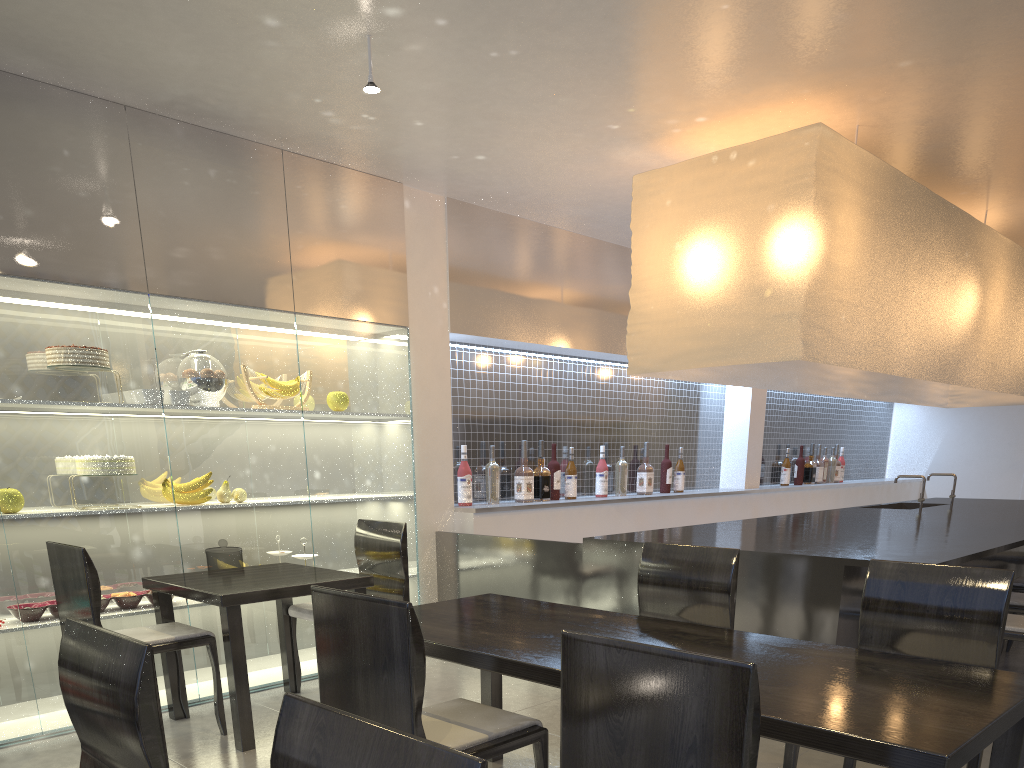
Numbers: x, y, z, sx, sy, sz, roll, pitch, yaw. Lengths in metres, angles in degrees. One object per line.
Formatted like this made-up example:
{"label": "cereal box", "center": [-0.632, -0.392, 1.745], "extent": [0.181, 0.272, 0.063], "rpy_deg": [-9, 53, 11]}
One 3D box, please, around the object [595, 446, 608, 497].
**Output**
{"label": "object", "center": [0.323, 0.315, 2.949], "extent": [0.041, 0.197, 0.041], "rpy_deg": [14, 20, 43]}

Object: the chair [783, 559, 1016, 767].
{"label": "chair", "center": [0.526, 0.474, 1.149], "extent": [0.184, 0.466, 0.230], "rpy_deg": [12, 17, 43]}

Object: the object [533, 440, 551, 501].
{"label": "object", "center": [-0.613, 0.183, 2.013], "extent": [2.035, 0.311, 0.100], "rpy_deg": [4, 7, -42]}

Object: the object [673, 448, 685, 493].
{"label": "object", "center": [0.669, 0.346, 3.283], "extent": [0.042, 0.193, 0.038], "rpy_deg": [3, 15, 14]}

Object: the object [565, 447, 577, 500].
{"label": "object", "center": [-0.638, 0.180, 1.996], "extent": [2.383, 0.316, 0.055], "rpy_deg": [4, 8, -43]}

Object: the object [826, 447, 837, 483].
{"label": "object", "center": [1.640, 0.418, 4.224], "extent": [0.044, 0.198, 0.043], "rpy_deg": [13, 20, 42]}

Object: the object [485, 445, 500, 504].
{"label": "object", "center": [-0.712, 0.179, 1.953], "extent": [1.836, 0.311, 0.043], "rpy_deg": [4, 8, -43]}

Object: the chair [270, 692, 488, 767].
{"label": "chair", "center": [-0.163, 0.419, 0.473], "extent": [0.184, 0.466, 0.230], "rpy_deg": [12, 17, 43]}

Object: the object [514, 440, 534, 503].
{"label": "object", "center": [-0.646, 0.181, 1.980], "extent": [1.956, 0.311, 0.044], "rpy_deg": [4, 8, -44]}

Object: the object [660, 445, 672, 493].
{"label": "object", "center": [0.609, 0.336, 3.244], "extent": [0.043, 0.206, 0.043], "rpy_deg": [10, 18, 34]}

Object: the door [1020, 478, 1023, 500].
{"label": "door", "center": [0.726, 0.224, 2.867], "extent": [5.459, 1.277, 0.450], "rpy_deg": [2, 10, -32]}

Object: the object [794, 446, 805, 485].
{"label": "object", "center": [1.389, 0.394, 3.971], "extent": [0.043, 0.206, 0.043], "rpy_deg": [10, 18, 34]}

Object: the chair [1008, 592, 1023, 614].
{"label": "chair", "center": [1.273, 0.545, 2.018], "extent": [0.232, 0.466, 0.183], "rpy_deg": [10, 16, 41]}

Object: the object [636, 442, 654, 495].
{"label": "object", "center": [0.506, 0.321, 3.115], "extent": [0.045, 0.215, 0.044], "rpy_deg": [-14, 20, -42]}

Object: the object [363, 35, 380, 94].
{"label": "object", "center": [-0.236, -0.533, 1.368], "extent": [0.028, 0.084, 0.027], "rpy_deg": [-10, 16, -33]}

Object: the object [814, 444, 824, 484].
{"label": "object", "center": [1.540, 0.404, 4.144], "extent": [0.045, 0.215, 0.044], "rpy_deg": [-14, 20, -42]}

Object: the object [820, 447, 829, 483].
{"label": "object", "center": [1.590, 0.416, 4.196], "extent": [0.046, 0.198, 0.041], "rpy_deg": [0, 15, 1]}

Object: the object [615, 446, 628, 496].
{"label": "object", "center": [0.406, 0.323, 3.040], "extent": [0.046, 0.198, 0.041], "rpy_deg": [0, 15, 1]}

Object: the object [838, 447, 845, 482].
{"label": "object", "center": [1.723, 0.424, 4.314], "extent": [0.042, 0.197, 0.041], "rpy_deg": [-10, 17, -32]}

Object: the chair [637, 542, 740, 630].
{"label": "chair", "center": [0.231, 0.500, 1.422], "extent": [0.184, 0.466, 0.230], "rpy_deg": [12, 17, 43]}

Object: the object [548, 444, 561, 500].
{"label": "object", "center": [-0.602, 0.187, 2.063], "extent": [2.102, 0.311, 0.064], "rpy_deg": [4, 8, -44]}

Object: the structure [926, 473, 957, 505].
{"label": "structure", "center": [1.680, 0.412, 3.231], "extent": [0.109, 0.131, 0.033], "rpy_deg": [6, 15, 42]}

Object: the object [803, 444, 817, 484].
{"label": "object", "center": [1.482, 0.398, 4.082], "extent": [0.044, 0.216, 0.044], "rpy_deg": [13, 20, 42]}

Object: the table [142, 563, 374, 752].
{"label": "table", "center": [-0.551, 0.590, 1.832], "extent": [0.350, 0.351, 0.342], "rpy_deg": [5, 8, 44]}

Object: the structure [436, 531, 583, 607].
{"label": "structure", "center": [-0.019, 0.604, 2.278], "extent": [0.544, 0.389, 0.011], "rpy_deg": [1, 13, 42]}

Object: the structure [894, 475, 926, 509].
{"label": "structure", "center": [1.444, 0.394, 2.999], "extent": [0.109, 0.131, 0.033], "rpy_deg": [6, 15, 42]}

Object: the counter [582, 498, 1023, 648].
{"label": "counter", "center": [1.349, 0.623, 2.678], "extent": [2.469, 0.394, 0.798], "rpy_deg": [4, -4, -45]}

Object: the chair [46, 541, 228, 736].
{"label": "chair", "center": [-0.757, 0.531, 1.686], "extent": [0.184, 0.466, 0.230], "rpy_deg": [12, 17, 43]}

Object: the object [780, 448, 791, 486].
{"label": "object", "center": [1.303, 0.396, 3.910], "extent": [0.042, 0.193, 0.038], "rpy_deg": [3, 15, 14]}

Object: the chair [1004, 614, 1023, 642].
{"label": "chair", "center": [1.033, 0.526, 1.788], "extent": [0.231, 0.466, 0.184], "rpy_deg": [11, 17, 44]}

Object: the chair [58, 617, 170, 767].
{"label": "chair", "center": [-0.457, 0.446, 0.747], "extent": [0.184, 0.466, 0.230], "rpy_deg": [12, 17, 43]}

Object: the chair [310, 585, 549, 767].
{"label": "chair", "center": [-0.096, 0.474, 1.100], "extent": [0.184, 0.466, 0.230], "rpy_deg": [12, 17, 43]}

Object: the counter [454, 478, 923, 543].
{"label": "counter", "center": [1.083, 0.699, 3.764], "extent": [3.564, 0.465, 0.223], "rpy_deg": [4, 5, -44]}

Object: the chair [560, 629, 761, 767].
{"label": "chair", "center": [0.198, 0.448, 0.827], "extent": [0.184, 0.466, 0.230], "rpy_deg": [12, 17, 43]}

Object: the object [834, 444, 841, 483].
{"label": "object", "center": [1.678, 0.413, 4.270], "extent": [0.046, 0.216, 0.043], "rpy_deg": [-1, 15, -4]}

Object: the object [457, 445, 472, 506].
{"label": "object", "center": [-0.205, -0.157, 1.291], "extent": [1.641, 0.864, 1.801], "rpy_deg": [-1, -1, 42]}

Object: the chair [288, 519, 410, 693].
{"label": "chair", "center": [-0.405, 0.559, 2.031], "extent": [0.184, 0.466, 0.230], "rpy_deg": [12, 17, 43]}

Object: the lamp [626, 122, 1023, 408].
{"label": "lamp", "center": [1.228, -0.197, 2.550], "extent": [2.260, 0.451, 0.435], "rpy_deg": [4, 1, -44]}

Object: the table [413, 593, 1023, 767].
{"label": "table", "center": [0.165, 0.526, 1.169], "extent": [0.898, 0.346, 0.342], "rpy_deg": [-3, 3, 43]}

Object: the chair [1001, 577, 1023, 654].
{"label": "chair", "center": [1.502, 0.564, 2.257], "extent": [0.233, 0.466, 0.182], "rpy_deg": [9, 16, 38]}
